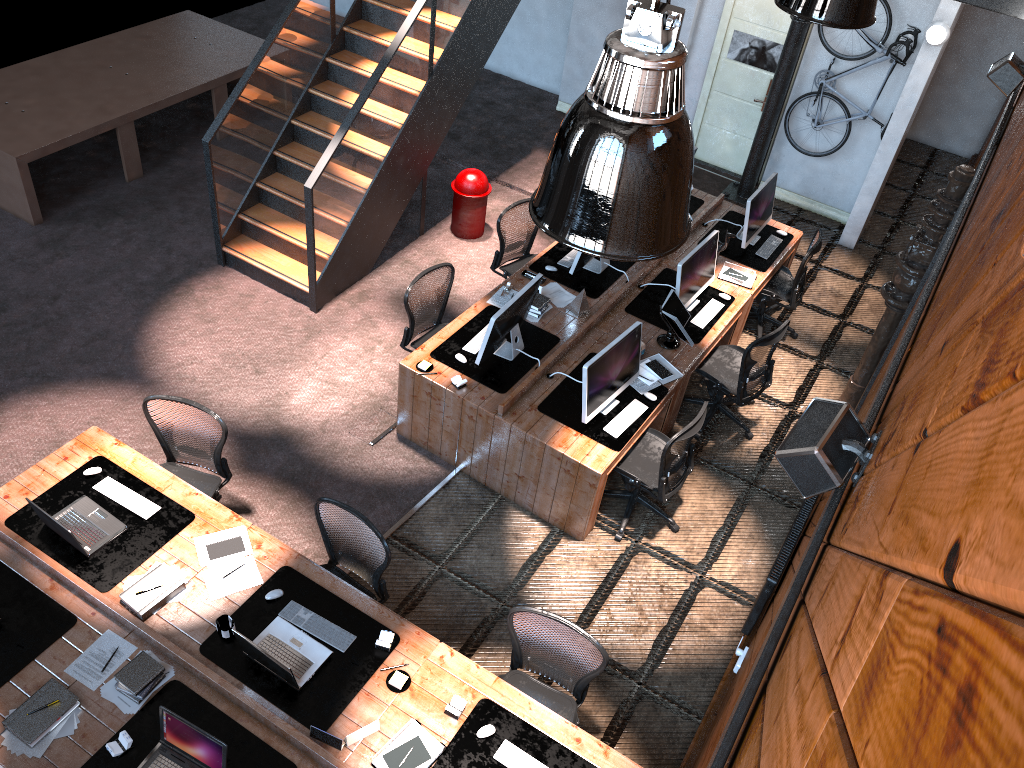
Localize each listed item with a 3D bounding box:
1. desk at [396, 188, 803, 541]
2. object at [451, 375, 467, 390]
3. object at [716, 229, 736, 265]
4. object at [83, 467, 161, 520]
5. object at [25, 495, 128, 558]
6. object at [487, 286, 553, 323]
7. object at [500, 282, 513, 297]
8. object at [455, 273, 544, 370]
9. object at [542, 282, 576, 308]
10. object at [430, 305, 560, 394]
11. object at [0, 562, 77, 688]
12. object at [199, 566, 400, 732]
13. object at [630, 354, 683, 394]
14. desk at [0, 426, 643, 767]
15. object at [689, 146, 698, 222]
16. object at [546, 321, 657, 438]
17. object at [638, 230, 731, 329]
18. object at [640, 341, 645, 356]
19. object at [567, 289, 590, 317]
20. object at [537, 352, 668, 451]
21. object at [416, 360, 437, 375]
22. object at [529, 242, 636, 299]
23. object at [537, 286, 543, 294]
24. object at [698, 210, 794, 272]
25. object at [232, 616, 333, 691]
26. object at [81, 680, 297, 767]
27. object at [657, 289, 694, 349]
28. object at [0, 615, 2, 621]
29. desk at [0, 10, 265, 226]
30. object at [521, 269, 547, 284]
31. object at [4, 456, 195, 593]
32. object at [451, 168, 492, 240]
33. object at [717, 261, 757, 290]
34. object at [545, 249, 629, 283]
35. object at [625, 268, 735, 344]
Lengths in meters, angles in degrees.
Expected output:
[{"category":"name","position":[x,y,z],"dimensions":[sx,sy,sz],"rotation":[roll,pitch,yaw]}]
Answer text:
[{"category":"desk","position":[0.971,-0.582,7.851],"dimensions":[1.748,0.840,4.117],"rotation":[28,45,20]},{"category":"object","position":[-0.386,-0.022,6.450],"dimensions":[0.082,0.063,0.106],"rotation":[-27,53,-33]},{"category":"object","position":[1.866,-1.254,7.995],"dimensions":[0.229,0.351,0.135],"rotation":[25,44,17]},{"category":"object","position":[-2.379,0.656,5.368],"dimensions":[0.577,0.040,0.139],"rotation":[27,45,19]},{"category":"object","position":[-2.479,0.740,5.067],"dimensions":[0.390,0.283,0.323],"rotation":[28,45,21]},{"category":"object","position":[0.074,-0.696,7.253],"dimensions":[0.478,0.098,0.319],"rotation":[25,44,18]},{"category":"object","position":[-0.041,-0.794,7.370],"dimensions":[0.054,0.064,0.159],"rotation":[18,42,10]},{"category":"object","position":[0.008,-0.438,6.612],"dimensions":[0.610,0.573,0.714],"rotation":[26,44,18]},{"category":"object","position":[0.378,-0.748,7.436],"dimensions":[0.246,0.002,0.315],"rotation":[-29,53,-34]},{"category":"object","position":[-0.120,-0.285,6.832],"dimensions":[0.687,0.008,0.848],"rotation":[27,45,20]},{"category":"object","position":[-2.839,1.263,4.638],"dimensions":[0.848,0.008,0.687],"rotation":[26,44,19]},{"category":"object","position":[-1.134,1.400,4.778],"dimensions":[0.848,0.008,0.687],"rotation":[26,44,19]},{"category":"object","position":[1.055,-0.087,6.791],"dimensions":[0.467,0.017,0.304],"rotation":[-22,50,-30]},{"category":"desk","position":[-1.462,1.828,4.746],"dimensions":[4.117,0.840,1.748],"rotation":[26,44,19]},{"category":"object","position":[1.507,-1.958,8.570],"dimensions":[0.586,0.581,0.692],"rotation":[-2,43,-12]},{"category":"object","position":[0.705,-0.036,6.287],"dimensions":[0.811,0.578,0.663],"rotation":[3,42,-6]},{"category":"object","position":[1.554,-0.864,7.356],"dimensions":[0.772,0.578,0.642],"rotation":[-3,43,-13]},{"category":"object","position":[0.924,-0.254,6.913],"dimensions":[0.253,0.146,0.128],"rotation":[-30,54,-35]},{"category":"object","position":[0.547,-0.714,7.188],"dimensions":[0.165,0.320,0.178],"rotation":[33,47,25]},{"category":"object","position":[0.681,0.111,6.527],"dimensions":[0.687,0.008,0.848],"rotation":[27,45,20]},{"category":"object","position":[-0.640,-0.129,6.553],"dimensions":[0.158,0.026,0.154],"rotation":[-3,43,-13]},{"category":"object","position":[0.645,-1.072,7.840],"dimensions":[0.687,0.008,0.848],"rotation":[27,45,20]},{"category":"object","position":[0.215,-0.779,7.372],"dimensions":[0.076,0.102,0.034],"rotation":[27,45,19]},{"category":"object","position":[2.234,-1.371,8.446],"dimensions":[0.687,0.008,0.848],"rotation":[27,45,20]},{"category":"object","position":[-1.179,1.332,4.588],"dimensions":[0.380,0.288,0.320],"rotation":[26,45,19]},{"category":"object","position":[-1.553,1.864,4.189],"dimensions":[0.848,0.008,0.687],"rotation":[26,44,19]},{"category":"object","position":[1.283,-0.478,6.999],"dimensions":[0.304,0.380,0.417],"rotation":[8,42,-1]},{"category":"object","position":[-2.877,1.114,4.541],"dimensions":[0.380,0.288,0.320],"rotation":[26,45,19]},{"category":"desk","position":[-4.318,-3.083,9.802],"dimensions":[1.650,0.750,3.630],"rotation":[26,45,19]},{"category":"object","position":[0.187,-0.917,7.573],"dimensions":[0.215,0.031,0.089],"rotation":[26,45,19]},{"category":"object","position":[-2.420,0.799,5.228],"dimensions":[0.848,0.008,0.687],"rotation":[26,44,19]},{"category":"object","position":[-0.432,-1.879,9.141],"dimensions":[0.414,0.707,0.414],"rotation":[-4,43,-14]},{"category":"object","position":[2.019,-0.971,7.925],"dimensions":[0.316,0.060,0.229],"rotation":[21,43,14]},{"category":"object","position":[0.663,-1.250,7.633],"dimensions":[0.735,0.576,0.654],"rotation":[-2,43,-12]},{"category":"object","position":[1.436,-0.680,7.538],"dimensions":[0.687,0.008,0.848],"rotation":[27,45,20]}]
